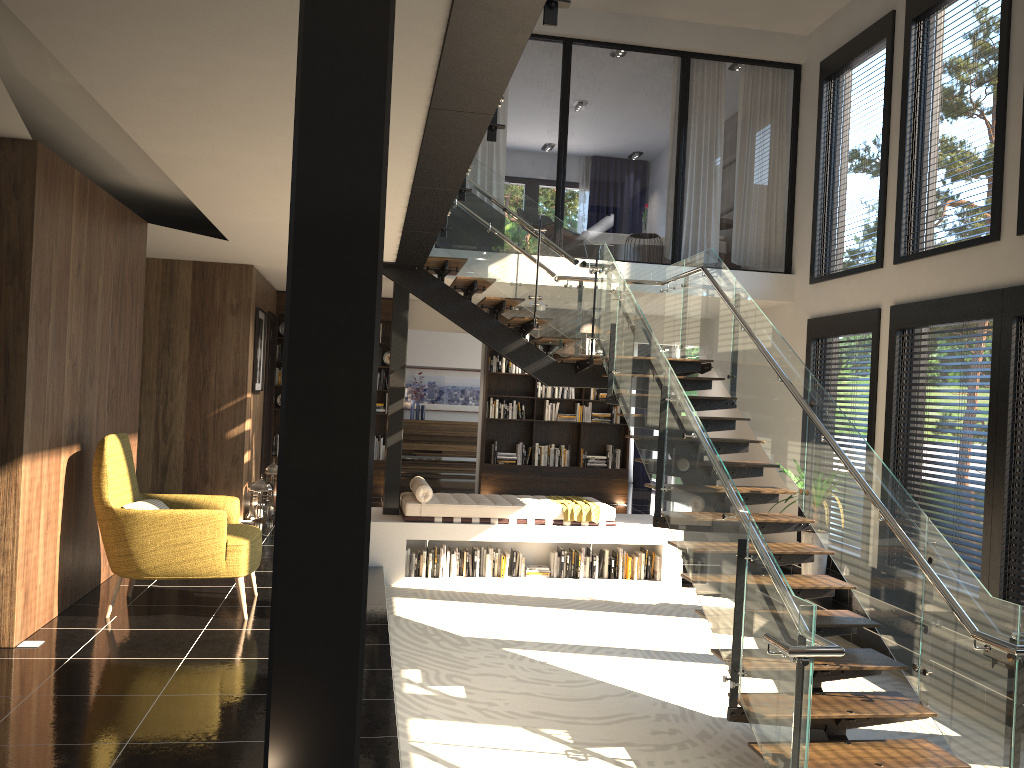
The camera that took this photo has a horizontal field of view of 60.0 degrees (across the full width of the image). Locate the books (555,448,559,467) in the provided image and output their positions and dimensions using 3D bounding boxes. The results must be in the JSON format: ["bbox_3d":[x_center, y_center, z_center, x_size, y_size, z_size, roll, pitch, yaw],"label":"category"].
[{"bbox_3d":[0.611,1.021,12.407,0.034,0.255,0.194,3,0,-9],"label":"books"}]

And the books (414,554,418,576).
[{"bbox_3d":[-1.015,1.904,9.327,0.029,0.211,0.130,3,0,-9],"label":"books"}]

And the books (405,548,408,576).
[{"bbox_3d":[-1.115,1.869,9.309,0.025,0.270,0.156,3,0,-9],"label":"books"}]

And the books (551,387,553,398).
[{"bbox_3d":[0.552,0.092,12.416,0.020,0.206,0.147,3,0,-9],"label":"books"}]

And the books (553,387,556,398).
[{"bbox_3d":[0.580,0.074,12.407,0.030,0.244,0.142,3,0,-9],"label":"books"}]

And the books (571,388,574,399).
[{"bbox_3d":[0.844,0.100,12.466,0.046,0.219,0.145,3,0,-9],"label":"books"}]

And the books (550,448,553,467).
[{"bbox_3d":[0.531,1.017,12.380,0.025,0.255,0.202,3,0,-9],"label":"books"}]

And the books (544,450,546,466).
[{"bbox_3d":[0.440,1.033,12.381,0.025,0.214,0.170,3,0,-9],"label":"books"}]

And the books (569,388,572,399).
[{"bbox_3d":[0.810,0.098,12.458,0.024,0.220,0.148,3,0,-9],"label":"books"}]

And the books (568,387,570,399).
[{"bbox_3d":[0.780,0.103,12.473,0.030,0.208,0.119,3,0,-9],"label":"books"}]

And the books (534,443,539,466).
[{"bbox_3d":[0.332,0.978,12.348,0.035,0.312,0.160,3,0,-9],"label":"books"}]

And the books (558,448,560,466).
[{"bbox_3d":[0.642,1.025,12.414,0.029,0.250,0.142,3,0,-9],"label":"books"}]

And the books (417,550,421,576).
[{"bbox_3d":[-0.985,1.883,9.335,0.030,0.256,0.145,3,0,-9],"label":"books"}]

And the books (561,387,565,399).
[{"bbox_3d":[0.706,0.070,12.430,0.032,0.265,0.149,3,0,-9],"label":"books"}]

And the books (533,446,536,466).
[{"bbox_3d":[0.296,1.001,12.377,0.026,0.263,0.156,3,0,-9],"label":"books"}]

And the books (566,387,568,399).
[{"bbox_3d":[0.758,0.112,12.443,0.024,0.187,0.148,3,0,-9],"label":"books"}]

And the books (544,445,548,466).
[{"bbox_3d":[0.468,1.001,12.395,0.031,0.280,0.141,3,0,-9],"label":"books"}]

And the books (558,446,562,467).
[{"bbox_3d":[0.671,1.011,12.412,0.028,0.280,0.154,3,0,-9],"label":"books"}]

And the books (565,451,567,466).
[{"bbox_3d":[0.746,1.045,12.438,0.026,0.221,0.145,3,0,-9],"label":"books"}]

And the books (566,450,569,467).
[{"bbox_3d":[0.772,1.043,12.442,0.026,0.227,0.129,3,0,-9],"label":"books"}]

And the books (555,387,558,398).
[{"bbox_3d":[0.610,0.082,12.400,0.028,0.231,0.167,3,0,-9],"label":"books"}]

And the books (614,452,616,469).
[{"bbox_3d":[1.438,1.073,12.548,0.022,0.234,0.178,3,0,-9],"label":"books"}]

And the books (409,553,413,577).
[{"bbox_3d":[-1.063,1.892,9.288,0.024,0.229,0.171,3,0,-9],"label":"books"}]

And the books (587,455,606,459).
[{"bbox_3d":[1.178,1.031,12.501,0.288,0.030,0.175,3,-1,-5],"label":"books"}]

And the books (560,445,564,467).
[{"bbox_3d":[0.697,1.005,12.422,0.025,0.294,0.177,3,0,-9],"label":"books"}]

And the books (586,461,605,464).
[{"bbox_3d":[1.172,1.108,12.517,0.250,0.026,0.148,3,-1,-13],"label":"books"}]

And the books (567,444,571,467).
[{"bbox_3d":[0.796,1.004,12.456,0.022,0.307,0.131,3,0,-9],"label":"books"}]

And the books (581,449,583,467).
[{"bbox_3d":[0.965,1.034,12.477,0.024,0.264,0.174,3,0,-9],"label":"books"}]

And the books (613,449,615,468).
[{"bbox_3d":[1.416,1.055,12.547,0.023,0.267,0.147,3,0,-9],"label":"books"}]

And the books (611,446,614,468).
[{"bbox_3d":[1.394,1.032,12.533,0.027,0.311,0.148,3,0,-9],"label":"books"}]

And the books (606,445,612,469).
[{"bbox_3d":[1.367,1.023,12.527,0.030,0.326,0.195,3,0,-9],"label":"books"}]

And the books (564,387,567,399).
[{"bbox_3d":[0.734,0.115,12.428,0.027,0.179,0.164,3,0,-9],"label":"books"}]

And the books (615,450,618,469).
[{"bbox_3d":[1.462,1.064,12.543,0.023,0.254,0.191,3,0,-9],"label":"books"}]

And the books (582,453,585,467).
[{"bbox_3d":[0.990,1.068,12.467,0.025,0.199,0.149,3,0,-9],"label":"books"}]

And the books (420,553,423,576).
[{"bbox_3d":[-0.960,1.900,9.332,0.020,0.225,0.156,3,0,-9],"label":"books"}]

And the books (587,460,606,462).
[{"bbox_3d":[1.175,1.083,12.504,0.263,0.024,0.167,3,-1,-14],"label":"books"}]

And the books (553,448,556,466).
[{"bbox_3d":[0.584,1.024,12.395,0.023,0.246,0.149,3,0,-9],"label":"books"}]

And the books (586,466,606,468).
[{"bbox_3d":[1.169,1.164,12.514,0.273,0.025,0.156,3,-1,-12],"label":"books"}]

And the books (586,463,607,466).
[{"bbox_3d":[1.172,1.136,12.506,0.286,0.030,0.176,3,-1,-11],"label":"books"}]

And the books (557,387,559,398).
[{"bbox_3d":[0.630,0.111,12.425,0.021,0.176,0.161,3,0,-9],"label":"books"}]

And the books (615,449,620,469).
[{"bbox_3d":[1.487,1.055,12.540,0.025,0.274,0.204,3,0,-9],"label":"books"}]

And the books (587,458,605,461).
[{"bbox_3d":[1.174,1.059,12.515,0.251,0.026,0.148,3,-1,-13],"label":"books"}]

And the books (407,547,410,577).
[{"bbox_3d":[-1.088,1.863,9.298,0.024,0.286,0.130,3,0,-9],"label":"books"}]

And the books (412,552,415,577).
[{"bbox_3d":[-1.038,1.888,9.295,0.027,0.241,0.150,3,0,-9],"label":"books"}]

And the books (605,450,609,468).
[{"bbox_3d":[1.338,1.061,12.521,0.026,0.247,0.149,3,0,-9],"label":"books"}]

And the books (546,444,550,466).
[{"bbox_3d":[0.500,0.994,12.399,0.032,0.298,0.169,3,0,-9],"label":"books"}]

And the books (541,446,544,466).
[{"bbox_3d":[0.417,1.001,12.364,0.030,0.276,0.160,3,0,-9],"label":"books"}]

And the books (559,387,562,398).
[{"bbox_3d":[0.663,0.115,12.432,0.047,0.171,0.167,3,0,-9],"label":"books"}]

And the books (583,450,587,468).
[{"bbox_3d":[1.017,1.050,12.464,0.026,0.238,0.159,3,0,-9],"label":"books"}]

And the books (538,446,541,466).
[{"bbox_3d":[0.361,1.005,12.363,0.030,0.262,0.173,3,0,-9],"label":"books"}]

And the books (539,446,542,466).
[{"bbox_3d":[0.386,1.000,12.386,0.025,0.274,0.150,3,0,-9],"label":"books"}]

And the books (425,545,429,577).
[{"bbox_3d":[-0.900,1.858,9.338,0.029,0.314,0.163,3,0,-9],"label":"books"}]

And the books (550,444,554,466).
[{"bbox_3d":[0.557,0.993,12.403,0.032,0.306,0.155,3,0,-9],"label":"books"}]

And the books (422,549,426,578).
[{"bbox_3d":[-0.928,1.877,9.306,0.035,0.273,0.200,3,0,-9],"label":"books"}]

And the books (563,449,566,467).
[{"bbox_3d":[0.724,1.029,12.414,0.028,0.250,0.162,3,0,-9],"label":"books"}]
